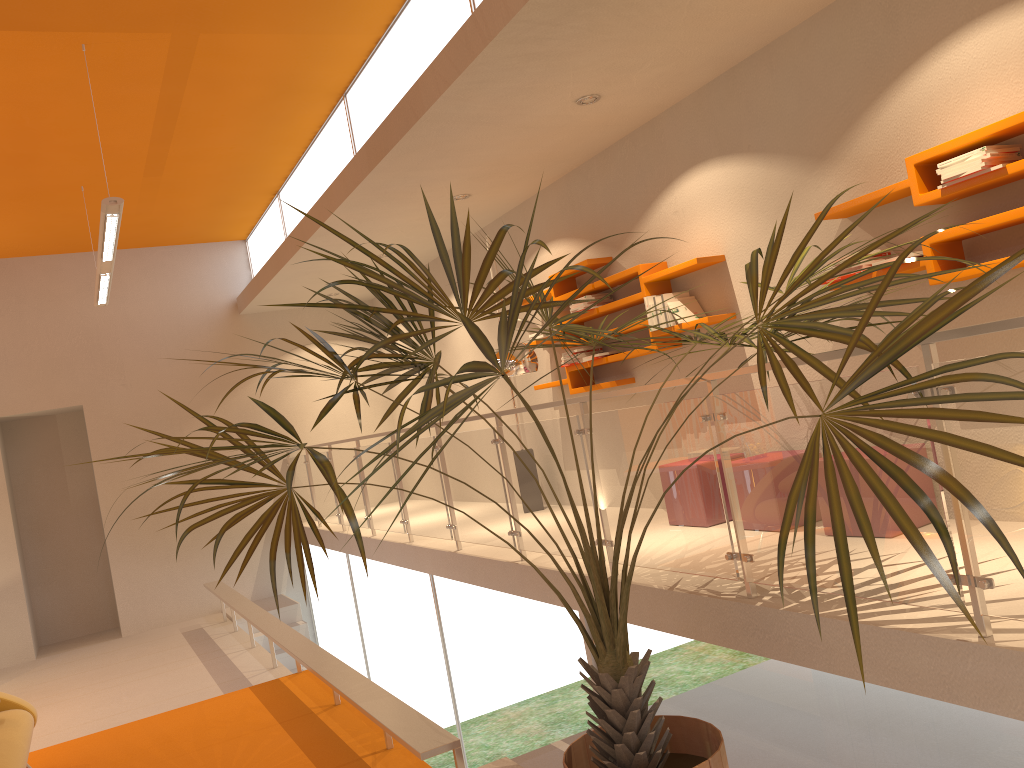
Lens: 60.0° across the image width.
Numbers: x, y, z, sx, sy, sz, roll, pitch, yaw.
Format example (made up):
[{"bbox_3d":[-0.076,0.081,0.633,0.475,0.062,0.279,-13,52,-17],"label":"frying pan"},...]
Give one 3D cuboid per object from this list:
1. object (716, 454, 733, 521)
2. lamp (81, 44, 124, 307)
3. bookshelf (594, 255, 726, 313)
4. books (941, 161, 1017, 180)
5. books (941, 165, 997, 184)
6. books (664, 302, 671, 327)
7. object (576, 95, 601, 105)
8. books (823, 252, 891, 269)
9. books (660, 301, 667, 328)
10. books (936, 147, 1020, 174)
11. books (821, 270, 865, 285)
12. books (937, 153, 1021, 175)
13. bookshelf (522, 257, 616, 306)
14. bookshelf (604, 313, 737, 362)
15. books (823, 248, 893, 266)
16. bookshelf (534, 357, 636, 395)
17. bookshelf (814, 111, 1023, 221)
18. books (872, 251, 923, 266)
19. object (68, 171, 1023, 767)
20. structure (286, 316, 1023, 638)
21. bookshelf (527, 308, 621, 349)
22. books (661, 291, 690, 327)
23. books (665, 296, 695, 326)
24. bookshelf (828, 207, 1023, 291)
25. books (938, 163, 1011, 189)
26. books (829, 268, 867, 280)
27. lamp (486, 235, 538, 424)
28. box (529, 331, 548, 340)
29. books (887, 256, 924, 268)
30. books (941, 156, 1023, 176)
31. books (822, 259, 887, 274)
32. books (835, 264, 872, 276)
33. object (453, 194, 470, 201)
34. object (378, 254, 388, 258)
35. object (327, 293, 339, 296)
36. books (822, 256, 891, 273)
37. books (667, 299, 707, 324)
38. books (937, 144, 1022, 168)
[{"bbox_3d":[1.208,0.652,5.503,0.390,0.377,0.390,-10,-2,-26],"label":"object"},{"bbox_3d":[-3.072,-1.364,6.523,0.120,1.052,3.195,-10,-2,-27],"label":"lamp"},{"bbox_3d":[0.947,-0.690,5.846,0.220,0.220,1.150,-10,-2,-27],"label":"bookshelf"},{"bbox_3d":[1.954,-0.890,3.699,0.254,0.015,0.190,-10,-2,-31],"label":"books"},{"bbox_3d":[1.965,-0.878,3.705,0.268,0.011,0.190,-10,-2,-25],"label":"books"},{"bbox_3d":[1.067,-0.454,5.630,0.207,0.156,0.009,-10,-2,-27],"label":"books"},{"bbox_3d":[0.444,-1.681,5.191,0.143,0.059,0.143,-12,-2,35],"label":"object"},{"bbox_3d":[1.687,-0.603,4.343,0.254,0.015,0.190,-10,-2,-20],"label":"books"},{"bbox_3d":[1.059,-0.457,5.670,0.230,0.169,0.027,-10,-2,-27],"label":"books"},{"bbox_3d":[1.950,-0.937,3.720,0.190,0.015,0.254,-10,-2,-20],"label":"books"},{"bbox_3d":[1.688,-0.530,4.334,0.210,0.013,0.297,-10,-2,-27],"label":"books"},{"bbox_3d":[1.954,-0.921,3.714,0.227,0.017,0.230,-9,-2,-32],"label":"books"},{"bbox_3d":[0.400,-0.742,6.907,0.220,0.220,1.150,-10,-2,-27],"label":"bookshelf"},{"bbox_3d":[1.012,-0.339,5.836,0.220,0.220,1.150,-10,-2,-27],"label":"bookshelf"},{"bbox_3d":[1.686,-0.620,4.330,0.226,0.017,0.230,-10,-2,-27],"label":"books"},{"bbox_3d":[0.529,-0.040,6.888,0.220,0.220,1.150,-10,-2,-27],"label":"bookshelf"},{"bbox_3d":[1.860,-0.909,3.971,0.220,0.220,1.150,-10,-2,-27],"label":"bookshelf"},{"bbox_3d":[1.824,-0.580,4.071,0.226,0.017,0.230,-10,-2,-27],"label":"books"},{"bbox_3d":[0.326,0.432,2.938,3.098,2.600,3.241,-10,-2,-18],"label":"object"},{"bbox_3d":[-0.171,0.651,5.767,0.195,0.900,11.050,-10,-2,-27],"label":"structure"},{"bbox_3d":[0.465,-0.392,6.897,0.220,0.220,1.150,-10,-2,-27],"label":"bookshelf"},{"bbox_3d":[1.055,-0.478,5.644,0.207,0.210,0.021,-10,-2,-27],"label":"books"},{"bbox_3d":[1.084,-0.463,5.622,0.230,0.169,0.023,-10,-2,-27],"label":"books"},{"bbox_3d":[1.925,-0.558,3.962,0.220,0.220,1.150,-10,-2,-27],"label":"bookshelf"},{"bbox_3d":[1.975,-0.868,3.701,0.210,0.013,0.297,-10,-2,-27],"label":"books"},{"bbox_3d":[1.685,-0.541,4.338,0.190,0.011,0.268,-10,-2,-25],"label":"books"},{"bbox_3d":[-0.022,-0.039,6.809,0.315,2.259,2.077,-10,-2,-4],"label":"lamp"},{"bbox_3d":[0.293,-0.398,7.122,0.232,0.047,0.232,-10,-2,-27],"label":"box"},{"bbox_3d":[1.826,-0.563,4.084,0.254,0.015,0.190,-10,-2,-20],"label":"books"},{"bbox_3d":[1.960,-0.906,3.701,0.254,0.015,0.190,-10,-2,-25],"label":"books"},{"bbox_3d":[1.675,-0.568,4.339,0.190,0.015,0.254,-10,-2,-25],"label":"books"},{"bbox_3d":[1.677,-0.553,4.346,0.190,0.015,0.254,-10,-2,-31],"label":"books"},{"bbox_3d":[-0.405,-1.477,6.934,0.143,0.059,0.143,-12,-2,35],"label":"object"},{"bbox_3d":[-1.255,-1.273,8.677,0.143,0.059,0.143,-12,-2,35],"label":"object"},{"bbox_3d":[-2.105,-1.070,10.422,0.143,0.059,0.143,-12,-2,35],"label":"object"},{"bbox_3d":[1.685,-0.586,4.342,0.230,0.017,0.227,-9,-2,-32],"label":"books"},{"bbox_3d":[1.105,-0.459,5.584,0.230,0.150,0.091,-10,-2,-27],"label":"books"},{"bbox_3d":[1.961,-0.955,3.722,0.230,0.017,0.226,-10,-2,-27],"label":"books"}]
